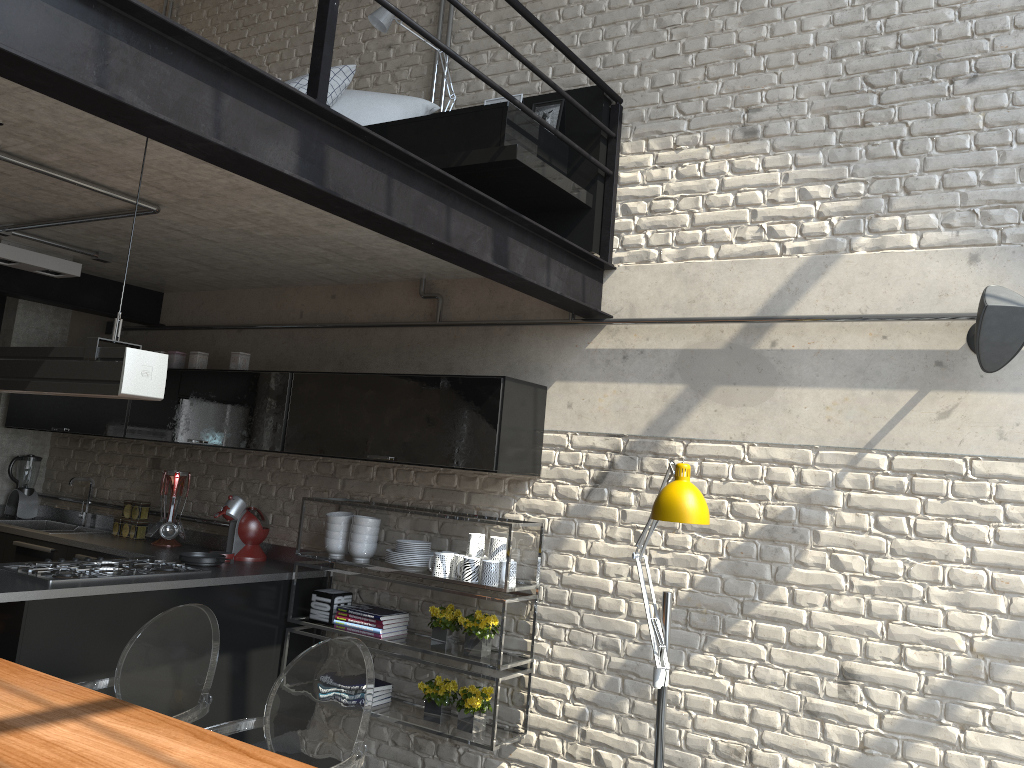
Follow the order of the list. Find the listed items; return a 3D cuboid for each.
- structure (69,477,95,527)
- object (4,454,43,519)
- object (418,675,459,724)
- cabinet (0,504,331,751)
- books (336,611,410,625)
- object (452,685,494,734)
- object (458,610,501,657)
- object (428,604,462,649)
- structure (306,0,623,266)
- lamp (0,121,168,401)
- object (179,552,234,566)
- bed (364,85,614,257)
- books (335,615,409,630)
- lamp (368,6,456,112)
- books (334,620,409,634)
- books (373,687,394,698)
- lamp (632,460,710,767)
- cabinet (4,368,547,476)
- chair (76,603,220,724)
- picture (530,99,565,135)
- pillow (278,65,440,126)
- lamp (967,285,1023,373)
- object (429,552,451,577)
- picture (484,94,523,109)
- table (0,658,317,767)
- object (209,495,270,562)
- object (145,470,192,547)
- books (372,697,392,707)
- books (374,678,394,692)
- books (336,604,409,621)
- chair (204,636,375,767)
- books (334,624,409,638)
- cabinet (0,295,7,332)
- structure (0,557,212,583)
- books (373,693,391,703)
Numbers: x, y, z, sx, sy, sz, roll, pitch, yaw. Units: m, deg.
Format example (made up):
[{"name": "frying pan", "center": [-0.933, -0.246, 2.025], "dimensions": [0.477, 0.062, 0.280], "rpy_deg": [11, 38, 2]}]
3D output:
[{"name": "structure", "center": [-2.814, 0.761, 5.726], "dimensions": [0.089, 0.314, 0.175], "rpy_deg": [-1, -10, 32]}, {"name": "object", "center": [-3.276, 0.681, 5.912], "dimensions": [0.162, 0.427, 0.221], "rpy_deg": [0, -10, 32]}, {"name": "object", "center": [-0.327, 1.426, 4.021], "dimensions": [0.175, 0.194, 0.181], "rpy_deg": [-2, -10, 44]}, {"name": "cabinet", "center": [-2.791, 1.214, 4.320], "dimensions": [2.746, 1.014, 2.411], "rpy_deg": [1, -7, 32]}, {"name": "books", "center": [-0.671, 1.126, 4.293], "dimensions": [0.292, 0.021, 0.209], "rpy_deg": [2, -7, 32]}, {"name": "object", "center": [-0.169, 1.431, 3.928], "dimensions": [0.174, 0.194, 0.182], "rpy_deg": [10, -9, -35]}, {"name": "object", "center": [-0.143, 1.114, 3.974], "dimensions": [0.175, 0.194, 0.181], "rpy_deg": [-2, -10, 44]}, {"name": "object", "center": [-0.305, 1.109, 4.073], "dimensions": [0.174, 0.194, 0.182], "rpy_deg": [10, -9, -35]}, {"name": "structure", "center": [-2.256, -0.060, 2.915], "dimensions": [3.787, 3.372, 4.743], "rpy_deg": [1, -8, 32]}, {"name": "lamp", "center": [-1.330, -0.419, 2.530], "dimensions": [1.088, 0.899, 0.124], "rpy_deg": [1, -10, 32]}, {"name": "object", "center": [-1.538, 0.880, 4.415], "dimensions": [0.226, 0.050, 0.309], "rpy_deg": [8, -6, -29]}, {"name": "bed", "center": [-2.144, -1.215, 4.280], "dimensions": [4.480, 0.849, 2.672], "rpy_deg": [2, -7, 32]}, {"name": "books", "center": [-0.676, 1.144, 4.285], "dimensions": [0.293, 0.021, 0.209], "rpy_deg": [2, -6, 30]}, {"name": "lamp", "center": [-0.504, -1.533, 4.406], "dimensions": [0.481, 0.694, 0.169], "rpy_deg": [5, -9, -2]}, {"name": "books", "center": [-0.681, 1.163, 4.276], "dimensions": [0.292, 0.021, 0.209], "rpy_deg": [2, -6, 32]}, {"name": "books", "center": [-0.741, 1.455, 4.241], "dimensions": [0.278, 0.024, 0.199], "rpy_deg": [2, -6, 30]}, {"name": "lamp", "center": [0.942, 1.092, 2.829], "dimensions": [1.569, 1.633, 0.625], "rpy_deg": [-2, -11, 45]}, {"name": "cabinet", "center": [-1.606, 0.150, 5.020], "dimensions": [3.894, 0.425, 0.396], "rpy_deg": [2, -8, 32]}, {"name": "chair", "center": [-1.284, 1.247, 2.925], "dimensions": [0.540, 0.949, 0.584], "rpy_deg": [2, -8, 17]}, {"name": "picture", "center": [0.156, -1.267, 4.303], "dimensions": [0.175, 0.251, 0.055], "rpy_deg": [0, -10, 32]}, {"name": "pillow", "center": [-1.604, -1.379, 4.741], "dimensions": [2.138, 0.740, 1.134], "rpy_deg": [2, -7, 30]}, {"name": "lamp", "center": [1.697, -0.189, 3.107], "dimensions": [0.178, 0.309, 0.354], "rpy_deg": [3, -7, 14]}, {"name": "object", "center": [-0.328, 0.828, 4.064], "dimensions": [0.082, 0.101, 0.108], "rpy_deg": [8, -8, -23]}, {"name": "picture", "center": [-0.063, -1.303, 4.460], "dimensions": [0.226, 0.317, 0.033], "rpy_deg": [0, -10, 32]}, {"name": "table", "center": [-1.853, 1.262, 2.507], "dimensions": [2.673, 0.740, 0.919], "rpy_deg": [1, -8, 32]}, {"name": "object", "center": [-1.452, 0.776, 4.774], "dimensions": [0.220, 0.344, 0.347], "rpy_deg": [3, -8, 16]}, {"name": "object", "center": [-1.980, 0.720, 5.135], "dimensions": [0.209, 0.430, 0.202], "rpy_deg": [13, -11, -43]}, {"name": "books", "center": [-0.744, 1.497, 4.234], "dimensions": [0.278, 0.024, 0.199], "rpy_deg": [2, -6, 32]}, {"name": "books", "center": [-0.737, 1.434, 4.248], "dimensions": [0.278, 0.024, 0.199], "rpy_deg": [0, -7, 41]}, {"name": "books", "center": [-0.673, 1.106, 4.291], "dimensions": [0.292, 0.021, 0.209], "rpy_deg": [1, -7, 35]}, {"name": "chair", "center": [-0.702, 1.266, 2.595], "dimensions": [0.540, 0.949, 0.584], "rpy_deg": [1, -9, 27]}, {"name": "books", "center": [-0.679, 1.184, 4.279], "dimensions": [0.292, 0.021, 0.209], "rpy_deg": [2, -6, 32]}, {"name": "cabinet", "center": [-4.400, 0.401, 5.098], "dimensions": [0.553, 2.497, 2.299], "rpy_deg": [-1, -9, 32]}, {"name": "structure", "center": [-1.843, 0.826, 3.993], "dimensions": [0.502, 0.026, 0.805], "rpy_deg": [2, -6, 32]}, {"name": "books", "center": [-0.745, 1.475, 4.233], "dimensions": [0.278, 0.024, 0.199], "rpy_deg": [2, -6, 26]}]
